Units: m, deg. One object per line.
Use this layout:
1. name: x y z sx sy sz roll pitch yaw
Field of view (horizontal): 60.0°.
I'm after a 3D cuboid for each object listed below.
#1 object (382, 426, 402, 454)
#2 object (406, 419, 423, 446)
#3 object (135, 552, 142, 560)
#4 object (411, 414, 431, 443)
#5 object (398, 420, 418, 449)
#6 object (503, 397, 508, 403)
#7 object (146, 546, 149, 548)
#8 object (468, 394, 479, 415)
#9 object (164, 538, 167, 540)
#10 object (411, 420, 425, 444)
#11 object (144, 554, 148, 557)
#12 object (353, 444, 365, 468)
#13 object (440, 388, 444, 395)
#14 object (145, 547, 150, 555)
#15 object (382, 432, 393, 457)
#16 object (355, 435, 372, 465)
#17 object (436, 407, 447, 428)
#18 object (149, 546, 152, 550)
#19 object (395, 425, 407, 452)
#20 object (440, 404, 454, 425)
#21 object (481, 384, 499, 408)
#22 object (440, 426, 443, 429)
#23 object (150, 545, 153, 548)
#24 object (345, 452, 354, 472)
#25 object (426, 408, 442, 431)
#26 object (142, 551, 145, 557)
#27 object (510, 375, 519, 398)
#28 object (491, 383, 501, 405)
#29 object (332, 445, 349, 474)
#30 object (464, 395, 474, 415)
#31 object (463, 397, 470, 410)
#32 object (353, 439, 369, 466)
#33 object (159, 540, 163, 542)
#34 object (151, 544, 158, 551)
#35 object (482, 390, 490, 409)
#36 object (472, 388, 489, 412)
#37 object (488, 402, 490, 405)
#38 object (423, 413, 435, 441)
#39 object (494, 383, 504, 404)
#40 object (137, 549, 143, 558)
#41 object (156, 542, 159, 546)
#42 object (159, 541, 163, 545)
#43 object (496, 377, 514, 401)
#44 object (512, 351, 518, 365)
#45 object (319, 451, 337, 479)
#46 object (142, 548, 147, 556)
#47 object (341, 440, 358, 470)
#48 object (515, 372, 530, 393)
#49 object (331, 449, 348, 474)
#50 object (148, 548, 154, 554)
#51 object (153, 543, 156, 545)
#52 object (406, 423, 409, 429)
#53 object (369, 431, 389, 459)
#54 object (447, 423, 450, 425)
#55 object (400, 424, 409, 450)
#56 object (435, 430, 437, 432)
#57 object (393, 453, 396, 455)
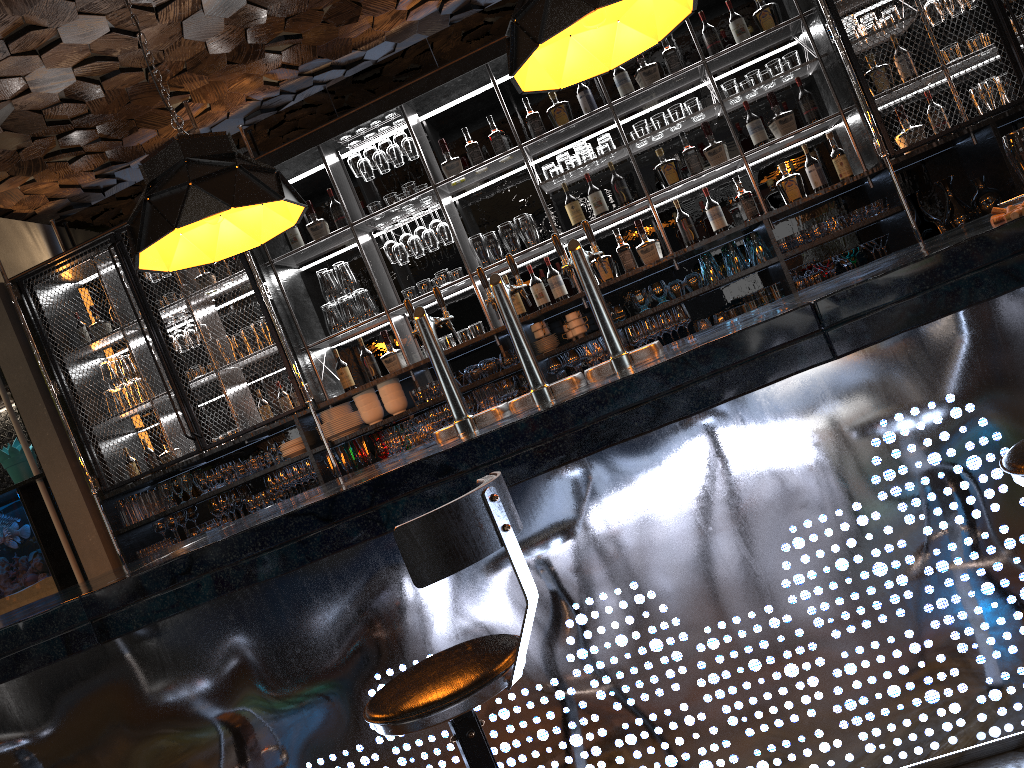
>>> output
1. object: -0.710 0.367 5.376 0.082 0.213 0.082 -22 0 40
2. object: -0.599 0.321 5.443 0.082 0.213 0.082 -22 0 -10
3. object: -2.407 1.129 5.738 0.028 0.097 0.028 -22 0 0
4. object: -0.532 0.294 5.337 0.082 0.213 0.082 -22 0 41
5. object: -0.615 0.328 5.357 0.082 0.213 0.082 -22 0 44
6. object: -0.042 0.089 5.503 0.092 0.218 0.092 -22 0 -29
7. object: -2.361 1.110 5.784 0.033 0.101 0.033 -22 0 2
8. object: -0.234 0.169 5.549 0.084 0.216 0.084 -22 0 33
9. object: -2.324 1.094 5.989 0.033 0.101 0.033 -22 0 -25
10. object: -0.584 0.315 5.531 0.082 0.213 0.082 -22 0 43
11. object: -2.396 1.124 5.803 0.028 0.097 0.028 -22 0 36
12. object: -0.959 0.460 5.591 0.073 0.229 0.073 -22 0 -1
13. object: -0.401 0.038 5.322 0.044 0.048 0.049 -22 0 -37
14. object: -2.336 1.100 5.713 0.031 0.098 0.031 -23 0 -41
15. object: -0.773 0.393 5.480 0.082 0.213 0.082 -22 0 3
16. object: -0.885 0.430 5.436 0.073 0.229 0.073 -22 0 -1
17. object: -0.420 0.246 5.448 0.084 0.216 0.084 -22 0 23
18. object: -2.331 1.098 5.750 0.031 0.098 0.031 -22 0 -16
19. object: -0.691 0.359 5.460 0.082 0.213 0.082 -22 0 -13
20. object: -0.362 0.222 5.299 0.084 0.216 0.084 -22 0 26
21. object: -0.110 0.113 5.240 0.071 0.226 0.071 -22 0 -18
22. object: -0.477 0.271 5.600 0.082 0.213 0.082 -22 0 2
23. object: -2.354 1.107 5.827 0.033 0.101 0.033 -22 0 -8
24. object: -1.050 0.498 5.712 0.073 0.229 0.073 -22 0 -1
25. object: -0.448 0.257 5.318 0.084 0.216 0.084 -22 0 -1
26. object: -2.400 1.126 5.770 0.028 0.097 0.028 -22 0 -30
27. object: 0.019 0.064 5.355 0.092 0.218 0.092 -22 0 -29
28. object: -0.097 0.107 5.319 0.071 0.226 0.071 -22 0 -18
29. object: -1.042 0.495 5.523 0.073 0.229 0.073 -22 0 -1
30. object: -0.259 0.179 5.418 0.084 0.216 0.084 -22 0 -37
31. object: -0.280 0.188 5.283 0.084 0.216 0.084 -22 0 -37
32. object: -0.920 0.444 5.517 0.073 0.229 0.073 -22 0 -1
33. object: -2.331 1.097 5.953 0.033 0.101 0.033 -22 0 40
34. object: -2.321 1.093 5.789 0.031 0.098 0.031 -22 0 -28
35. object: -0.157 0.132 5.375 0.071 0.226 0.071 -22 0 -18
36. object: -0.170 0.138 5.292 0.071 0.226 0.071 -22 0 -18
37. object: -0.138 0.124 5.466 0.071 0.226 0.071 -22 0 -18
38. object: -0.510 0.285 5.426 0.082 0.213 0.082 -22 0 -8
39. object: -0.065 0.099 5.398 0.092 0.218 0.092 -22 0 -29
40. object: -2.376 1.116 5.703 0.033 0.101 0.033 -22 0 35
41. object: -2.317 1.092 5.823 0.031 0.098 0.031 -22 0 -34
42. object: -2.309 1.088 5.863 0.031 0.098 0.031 -22 0 32
43. object: -0.014 0.078 5.252 0.092 0.218 0.092 -22 0 -29
44. object: -0.010 -0.151 5.489 0.095 0.096 0.095 -22 0 27
45. object: -1.109 0.523 5.465 0.073 0.229 0.073 -22 0 -1
46. object: -2.367 1.112 5.746 0.033 0.101 0.033 -22 0 -9
47. object: -0.973 0.466 5.458 0.073 0.229 0.073 -22 0 -1
48. object: 0.090 0.035 5.287 0.071 0.217 0.071 -22 0 19
49. object: -1.065 0.504 5.605 0.073 0.229 0.073 -22 0 -1
50. object: -2.295 1.093 5.664 0.034 0.080 0.034 -22 0 24
51. object: -2.348 1.104 5.868 0.033 0.101 0.033 -22 0 16
52. object: -0.658 0.345 5.635 0.082 0.213 0.082 -22 0 41
53. object: -0.791 0.401 5.393 0.082 0.213 0.082 -22 0 40
54. object: -0.400 0.237 5.582 0.084 0.216 0.084 -23 0 -41
55. object: -0.668 0.350 5.549 0.082 0.213 0.082 -22 0 31
56. object: -0.495 0.278 5.513 0.082 0.213 0.082 -22 0 -1
57. object: -0.756 0.386 5.566 0.082 0.213 0.082 -22 0 -30
